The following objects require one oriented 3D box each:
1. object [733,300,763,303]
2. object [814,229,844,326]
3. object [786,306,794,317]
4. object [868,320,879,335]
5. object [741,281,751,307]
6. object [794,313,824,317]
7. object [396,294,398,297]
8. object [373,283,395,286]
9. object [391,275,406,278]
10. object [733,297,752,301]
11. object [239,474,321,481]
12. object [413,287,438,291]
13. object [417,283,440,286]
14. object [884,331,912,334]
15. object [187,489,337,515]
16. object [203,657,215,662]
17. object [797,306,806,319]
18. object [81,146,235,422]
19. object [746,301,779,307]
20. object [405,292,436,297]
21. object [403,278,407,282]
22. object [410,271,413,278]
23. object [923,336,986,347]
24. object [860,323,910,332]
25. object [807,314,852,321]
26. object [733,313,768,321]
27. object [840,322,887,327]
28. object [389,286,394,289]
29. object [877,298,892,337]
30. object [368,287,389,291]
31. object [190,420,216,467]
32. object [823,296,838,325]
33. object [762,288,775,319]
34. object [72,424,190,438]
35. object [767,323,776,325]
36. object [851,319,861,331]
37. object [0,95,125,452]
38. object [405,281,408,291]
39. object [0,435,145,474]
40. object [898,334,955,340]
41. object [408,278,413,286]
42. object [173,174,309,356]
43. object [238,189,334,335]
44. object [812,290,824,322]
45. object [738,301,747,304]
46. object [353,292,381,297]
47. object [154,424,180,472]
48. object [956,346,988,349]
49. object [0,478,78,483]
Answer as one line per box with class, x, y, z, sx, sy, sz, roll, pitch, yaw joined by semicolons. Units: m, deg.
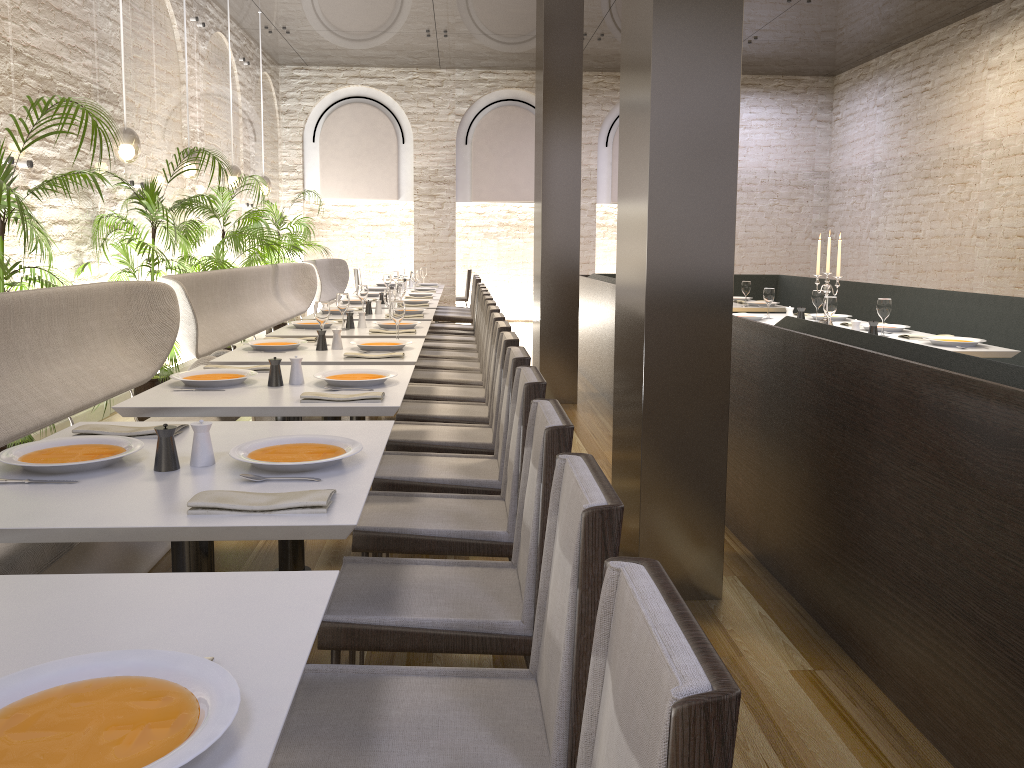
object;2.278;-0.788;8.511;0.273;0.033;0.143;0;9;-3
object;2.098;-0.701;5.893;0.131;0.653;0.392;1;7;7
object;1.955;-0.484;6.241;0.069;0.126;0.069;-1;7;-10
object;2.085;-0.307;5.117;0.069;0.126;0.069;4;8;28
object;2.098;-0.807;7.946;0.086;0.230;0.087;5;8;32
object;2.370;-0.543;6.953;0.273;0.033;0.143;0;9;-3
object;-1.161;-0.952;9.085;0.059;0.109;0.059;5;8;32
object;-1.609;-1.267;11.318;0.322;0.036;0.323;6;11;33
object;-1.845;-1.715;14.162;0.322;0.036;0.323;6;10;31
object;2.232;-0.844;8.820;0.322;0.036;0.322;9;12;44
object;-0.523;0.212;2.001;0.181;0.015;0.038;0;9;-2
object;-1.005;-1.089;10.217;0.322;0.036;0.323;6;11;33
object;-1.072;-1.267;11.348;0.322;0.036;0.323;6;11;33
object;2.422;-0.324;5.565;0.181;0.015;0.038;0;9;-2
object;-0.510;0.239;1.826;0.273;0.033;0.143;0;9;-3
object;-0.471;0.353;1.119;0.185;0.010;0.017;0;8;-3
object;2.037;-0.483;6.243;0.069;0.126;0.069;-1;7;-10
object;-2.561;-0.693;6.328;1.146;1.965;1.193;4;8;27
object;2.276;-0.727;8.080;0.322;0.036;0.323;-4;10;-27
object;-0.941;-0.917;9.123;0.322;0.036;0.323;6;11;33
object;-1.361;-1.295;11.261;0.059;0.109;0.059;5;8;32
object;-1.597;-1.743;14.104;0.059;0.109;0.060;0;7;-1
object;2.462;-0.233;4.938;0.322;0.036;0.323;-4;10;-27
object;2.414;-0.362;5.758;0.321;0.036;0.323;3;9;16
object;2.364;-0.495;6.602;0.322;0.036;0.323;-1;9;-8
object;1.730;-0.494;6.566;0.322;0.036;0.323;-1;9;-8
object;2.420;-0.409;6.101;0.273;0.033;0.143;0;9;-3
object;-1.229;-0.945;9.036;0.059;0.109;0.059;5;8;32
object;2.251;-0.401;5.367;0.087;0.230;0.086;6;9;38
object;-1.542;-1.089;10.188;0.322;0.036;0.323;6;11;33
object;-0.750;0.140;2.145;0.059;0.109;0.060;-1;7;-12
object;1.984;-0.430;5.536;0.086;0.230;0.087;0;7;-3
object;1.920;-0.602;6.626;0.086;0.230;0.087;1;7;8
object;-1.068;0.129;2.493;0.273;0.033;0.143;0;9;-3
object;1.780;-0.361;5.723;0.321;0.036;0.323;3;9;16
object;2.001;-0.314;5.162;0.069;0.126;0.069;3;8;19
object;-2.437;-0.364;4.234;1.146;1.965;1.193;4;8;27
object;-1.226;-1.124;10.179;0.059;0.109;0.059;5;8;32
object;-1.066;0.176;2.152;0.322;0.036;0.323;-4;10;-25
object;2.469;-0.280;5.284;0.273;0.033;0.143;0;9;-3
object;-1.293;-1.302;11.310;0.059;0.109;0.059;5;8;32
object;-2.681;-1.007;8.322;1.190;1.965;1.148;6;9;37
object;-2.810;-1.392;10.766;1.146;1.965;1.193;-3;8;-23
object;2.192;-0.557;6.356;0.086;0.230;0.087;1;7;8
object;2.287;-0.764;8.357;0.273;0.033;0.143;0;9;-3
object;-1.477;-0.917;9.093;0.322;0.036;0.323;6;11;33
object;-0.818;0.147;2.095;0.059;0.109;0.060;-1;7;-12
object;2.470;-0.195;4.748;0.181;0.015;0.038;0;9;-2
object;-1.060;0.215;1.971;0.185;0.010;0.017;0;8;-3
